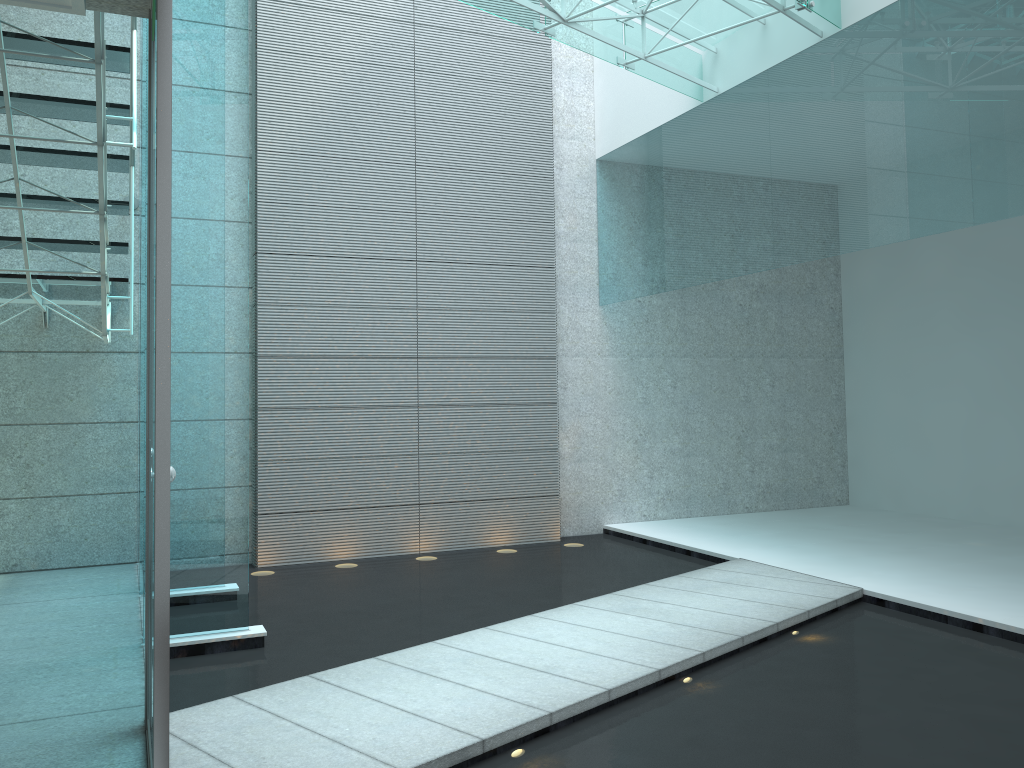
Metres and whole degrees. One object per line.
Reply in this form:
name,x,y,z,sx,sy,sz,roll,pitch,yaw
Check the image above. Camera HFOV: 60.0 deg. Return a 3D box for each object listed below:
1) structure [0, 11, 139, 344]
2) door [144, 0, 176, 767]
structure,-2.432,-2.007,3.386,1.910,6.018,3.290,0,-3,-24
door,-0.849,-0.081,2.180,0.076,2.068,0.864,0,-3,-24
